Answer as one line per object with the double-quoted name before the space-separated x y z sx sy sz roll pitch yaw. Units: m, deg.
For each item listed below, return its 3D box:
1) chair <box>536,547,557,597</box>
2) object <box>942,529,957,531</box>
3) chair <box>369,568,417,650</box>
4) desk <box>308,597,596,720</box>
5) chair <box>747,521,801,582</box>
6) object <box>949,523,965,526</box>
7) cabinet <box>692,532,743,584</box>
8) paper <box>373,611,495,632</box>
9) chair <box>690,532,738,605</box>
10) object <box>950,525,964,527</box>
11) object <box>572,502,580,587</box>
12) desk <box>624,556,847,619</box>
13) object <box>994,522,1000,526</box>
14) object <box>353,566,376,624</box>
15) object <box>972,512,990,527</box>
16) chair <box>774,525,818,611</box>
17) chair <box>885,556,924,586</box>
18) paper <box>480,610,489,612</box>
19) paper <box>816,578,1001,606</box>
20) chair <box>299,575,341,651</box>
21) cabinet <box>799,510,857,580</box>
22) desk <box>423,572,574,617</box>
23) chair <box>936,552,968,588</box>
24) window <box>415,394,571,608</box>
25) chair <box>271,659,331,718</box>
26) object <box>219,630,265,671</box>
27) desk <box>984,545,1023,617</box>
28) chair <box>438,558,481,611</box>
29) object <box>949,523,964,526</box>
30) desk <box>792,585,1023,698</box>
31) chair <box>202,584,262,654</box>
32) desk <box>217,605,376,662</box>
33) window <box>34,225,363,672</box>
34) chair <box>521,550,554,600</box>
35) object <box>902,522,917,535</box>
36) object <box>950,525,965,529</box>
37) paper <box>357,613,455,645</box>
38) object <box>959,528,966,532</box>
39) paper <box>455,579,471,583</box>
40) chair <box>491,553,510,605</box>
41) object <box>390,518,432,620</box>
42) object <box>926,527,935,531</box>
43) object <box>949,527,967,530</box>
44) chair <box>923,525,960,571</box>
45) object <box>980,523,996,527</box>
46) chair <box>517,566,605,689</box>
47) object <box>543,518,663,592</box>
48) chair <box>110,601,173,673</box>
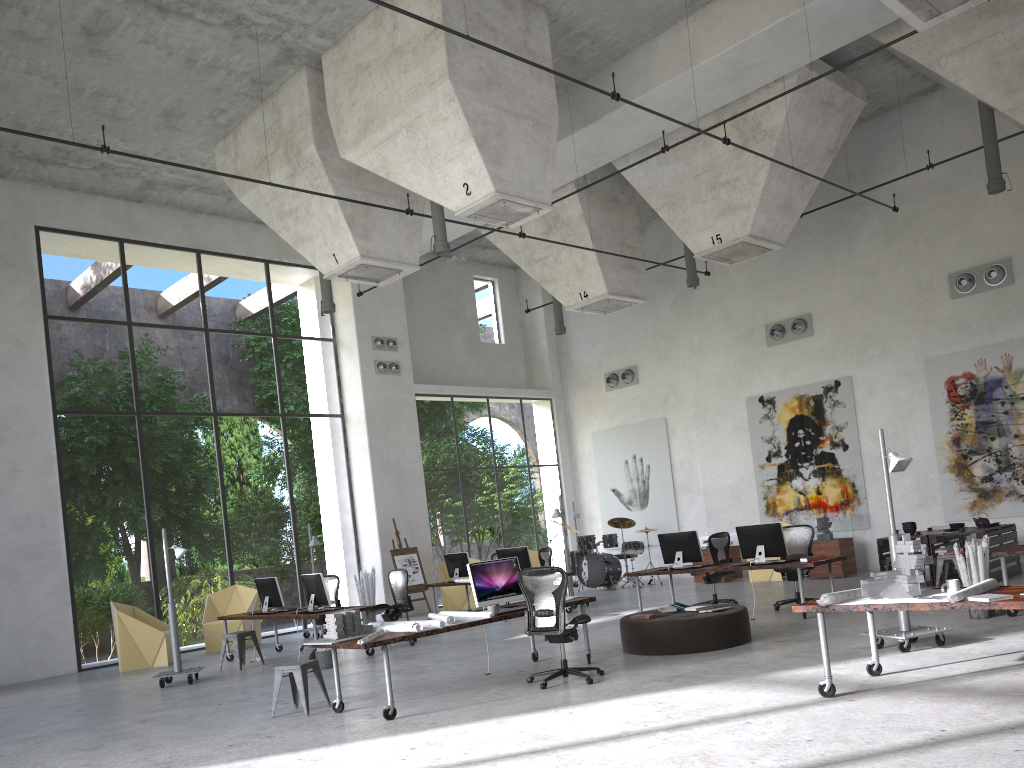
"chair" 0.513 3.822 17.274 0.794 1.177 0.775 -7 -4 9
"object" 6.922 2.308 13.874 0.237 0.019 0.234 -15 -12 40
"chair" -1.873 3.484 13.663 0.778 1.177 0.791 -9 -5 34
"desk" -0.470 2.794 9.139 3.123 0.718 0.987 2 -11 -44
"chair" 5.297 3.385 17.808 0.992 1.162 0.931 -11 -7 44
"object" 7.126 2.266 14.056 0.232 0.062 0.228 -14 -12 40
"cabinet" 4.368 3.722 18.782 0.741 1.007 0.744 -2 -6 -44
"paper" -0.817 2.377 8.814 1.073 0.104 0.990 3 -13 -44
"chair" 3.145 2.948 13.869 0.799 1.177 0.770 -9 -5 29
"object" 7.126 2.278 14.052 0.231 0.062 0.229 -14 -12 40
"object" 1.659 4.039 22.186 0.578 2.140 0.601 -6 -2 -9
"desk" 3.166 2.981 12.700 0.971 0.718 3.173 0 -11 -44
"object" 7.644 2.205 13.840 0.116 0.056 0.139 -7 -8 6
"object" -3.015 4.417 18.338 0.443 1.202 0.412 -8 -3 24
"object" 7.488 2.165 13.998 0.221 0.231 0.211 -12 -7 43
"chair" 4.141 2.651 12.781 0.774 1.177 0.796 -8 -4 14
"chair" 6.101 2.934 13.729 0.419 0.486 0.443 -6 -5 -9
"paper" -0.322 2.470 9.471 0.483 0.001 0.436 0 -11 -33
"paper" 3.028 1.585 6.705 1.089 0.104 0.975 -15 -12 40
"chair" -3.153 3.791 14.616 0.772 1.177 0.797 -7 -4 9
"cabinet" 6.045 3.079 16.809 0.592 1.248 0.752 -3 -5 -44
"desk" -0.267 3.985 16.330 0.971 0.718 3.173 0 -11 -44
"chair" 6.533 2.764 13.016 0.425 0.486 0.436 -11 -7 40
"window" -0.327 2.717 21.370 4.549 4.861 0.020 -1 -5 -44
"chair" -2.130 3.036 8.791 0.422 0.486 0.439 -8 -5 19
"object" -4.035 3.957 13.050 0.461 0.528 0.475 -10 -6 30
"desk" 6.720 1.951 8.994 0.961 0.718 3.175 0 -11 -44
"chair" -1.150 4.379 19.350 0.980 1.162 0.942 -7 -5 4
"object" 7.118 2.255 14.058 0.229 0.057 0.232 2 -13 -44
"desk" 3.653 1.814 6.111 0.971 0.718 3.173 0 -11 -44
"chair" -5.198 4.316 16.248 0.979 1.162 0.943 -7 -5 1
"desk" -3.334 3.847 13.447 0.961 0.718 3.175 0 -11 -44
"window" -5.779 1.218 17.298 5.942 7.801 0.068 -2 -4 -44
"chair" 0.402 4.328 20.092 0.975 1.162 0.947 -4 -5 -25
"object" 6.384 2.316 14.101 0.213 0.213 0.196 -1 -7 -43
"object" 7.126 2.294 14.053 0.229 0.047 0.232 -7 -9 5
"paper" -1.007 2.379 8.672 0.890 0.102 1.958 -6 -10 -6
"object" 6.828 2.214 13.344 0.138 0.056 0.117 -10 -9 21
"paper" -0.472 3.634 16.507 1.071 0.104 0.991 0 -11 -34
"chair" -0.099 3.944 17.579 0.769 1.177 0.800 -6 -4 -5
"object" -2.239 3.864 18.454 0.690 2.131 0.692 -4 -3 -43
"object" 6.953 2.411 14.600 0.137 0.056 0.118 -2 -9 -28
"object" 7.131 2.314 14.053 0.297 0.024 0.297 -11 -10 23
"chair" 7.489 2.873 15.239 0.700 0.814 0.773 -9 -6 30
"object" 7.448 2.210 13.731 0.231 0.047 0.230 -10 -10 23
"chair" 0.445 2.412 8.873 0.775 1.177 0.795 -8 -4 19
"object" 2.163 3.938 20.723 2.999 1.732 1.883 -11 -7 30
"chair" -6.201 4.176 14.745 0.932 1.162 0.991 -6 -5 -9
